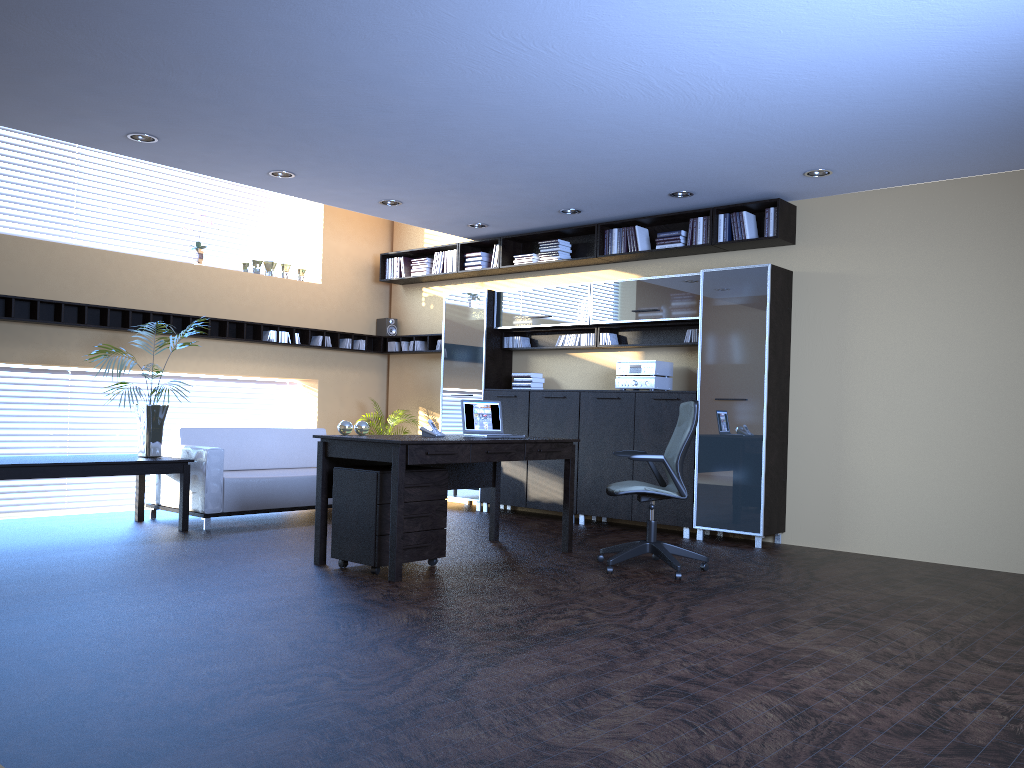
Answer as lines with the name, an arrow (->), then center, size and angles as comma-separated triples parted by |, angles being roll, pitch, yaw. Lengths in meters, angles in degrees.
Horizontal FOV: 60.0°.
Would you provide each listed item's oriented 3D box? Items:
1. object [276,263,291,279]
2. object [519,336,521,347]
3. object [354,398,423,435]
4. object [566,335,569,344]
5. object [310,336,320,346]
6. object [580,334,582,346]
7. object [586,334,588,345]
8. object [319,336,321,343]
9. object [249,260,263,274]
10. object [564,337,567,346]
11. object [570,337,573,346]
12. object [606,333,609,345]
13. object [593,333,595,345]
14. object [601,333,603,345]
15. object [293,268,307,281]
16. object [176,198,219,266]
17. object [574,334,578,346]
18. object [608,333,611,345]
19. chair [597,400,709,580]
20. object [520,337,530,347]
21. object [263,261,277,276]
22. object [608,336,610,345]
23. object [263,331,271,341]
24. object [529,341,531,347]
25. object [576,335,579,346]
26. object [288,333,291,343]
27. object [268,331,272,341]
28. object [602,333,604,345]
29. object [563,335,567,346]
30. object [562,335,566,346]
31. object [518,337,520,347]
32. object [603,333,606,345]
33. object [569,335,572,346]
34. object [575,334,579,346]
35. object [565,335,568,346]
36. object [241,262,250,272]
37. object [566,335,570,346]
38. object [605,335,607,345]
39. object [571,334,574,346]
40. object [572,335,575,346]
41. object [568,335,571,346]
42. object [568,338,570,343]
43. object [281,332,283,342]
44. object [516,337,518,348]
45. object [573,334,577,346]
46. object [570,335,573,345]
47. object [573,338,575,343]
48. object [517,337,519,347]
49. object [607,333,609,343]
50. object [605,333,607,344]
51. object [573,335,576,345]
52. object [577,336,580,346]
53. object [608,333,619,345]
object -> -2.641, -1.295, 10.223 | 0.137, 0.173, 0.144 | 1, -1, 31
object -> 0.130, -0.451, 9.637 | 0.030, 0.120, 0.142 | 1, -1, 41
object -> -1.480, 0.759, 10.524 | 0.841, 1.240, 0.689 | 2, -1, -16
object -> 0.619, -0.449, 9.224 | 0.036, 0.116, 0.140 | 1, -1, 41
object -> -2.299, -0.502, 10.352 | 0.142, 0.118, 0.040 | 1, -1, 40
object -> 0.751, -0.448, 9.106 | 0.009, 0.120, 0.142 | 2, -1, 41
object -> 0.803, -0.448, 9.058 | 0.009, 0.120, 0.142 | 2, -1, 41
object -> -2.291, -0.503, 10.365 | 0.140, 0.117, 0.026 | 1, -1, 41
object -> -2.874, -1.303, 9.951 | 0.133, 0.160, 0.126 | 2, -1, -29
object -> 0.604, -0.449, 9.238 | 0.036, 0.116, 0.140 | 1, -1, 41
object -> 0.664, -0.449, 9.183 | 0.036, 0.116, 0.140 | 1, -1, 41
object -> 0.996, -0.447, 8.898 | 0.030, 0.120, 0.142 | 1, -1, 41
object -> 0.871, -0.448, 8.999 | 0.009, 0.120, 0.142 | 2, -1, 41
object -> 0.947, -0.448, 8.935 | 0.009, 0.120, 0.142 | 2, -1, 41
object -> -2.493, -1.273, 10.396 | 0.117, 0.149, 0.124 | 1, -1, 41
object -> -3.305, -1.600, 9.446 | 0.351, 0.695, 0.437 | 2, -1, 20
object -> 0.704, -0.448, 9.153 | 0.040, 0.118, 0.142 | 1, -1, 40
object -> 1.017, -0.446, 8.882 | 0.036, 0.116, 0.140 | 1, -1, 41
chair -> 1.040, 0.713, 6.326 | 0.768, 1.215, 0.832 | 2, -1, -2
object -> 0.144, -0.450, 9.629 | 0.040, 0.118, 0.142 | 1, -1, 41
object -> -2.760, -1.303, 10.089 | 0.137, 0.173, 0.144 | 2, -1, 1
object -> 1.007, -0.447, 8.894 | 0.030, 0.120, 0.142 | 1, -1, 41
object -> -2.738, -0.531, 9.842 | 0.142, 0.118, 0.040 | 1, -1, 40
object -> 0.148, -0.450, 9.634 | 0.036, 0.116, 0.140 | 1, -1, 41
object -> 0.716, -0.448, 9.136 | 0.036, 0.116, 0.140 | 1, -1, 41
object -> -2.565, -0.519, 10.046 | 0.142, 0.118, 0.040 | 1, -1, 41
object -> -2.721, -0.531, 9.859 | 0.142, 0.120, 0.009 | 1, -1, 41
object -> 0.958, -0.447, 8.932 | 0.009, 0.120, 0.142 | 2, -1, 41
object -> 0.594, -0.449, 9.242 | 0.040, 0.118, 0.142 | 1, -1, 41
object -> 0.586, -0.449, 9.248 | 0.040, 0.118, 0.142 | 1, -1, 40
object -> 0.117, -0.451, 9.652 | 0.030, 0.120, 0.142 | 1, -1, 41
object -> 0.966, -0.447, 8.925 | 0.009, 0.120, 0.142 | 2, -1, 40
object -> 0.651, -0.449, 9.200 | 0.040, 0.118, 0.142 | 1, -1, 41
object -> 0.711, -0.448, 9.146 | 0.040, 0.118, 0.142 | 1, -1, 40
object -> 0.610, -0.449, 9.229 | 0.036, 0.116, 0.140 | 1, -1, 41
object -> -2.961, -1.286, 9.852 | 0.089, 0.113, 0.094 | 2, -1, -14
object -> 0.623, -0.449, 9.214 | 0.040, 0.118, 0.142 | 1, -1, 41
object -> 0.983, -0.447, 8.913 | 0.026, 0.117, 0.140 | 1, -1, 41
object -> 0.668, -0.449, 9.174 | 0.040, 0.118, 0.142 | 1, -1, 41
object -> 0.677, -0.449, 9.168 | 0.036, 0.116, 0.140 | 1, -1, 41
object -> 0.641, -0.449, 9.204 | 0.040, 0.118, 0.142 | 1, -1, 41
object -> 0.635, -0.449, 9.211 | 0.036, 0.116, 0.140 | 1, -1, 40
object -> -2.623, -0.525, 9.970 | 0.142, 0.120, 0.009 | 1, -1, 41
object -> 0.095, -0.451, 9.675 | 0.009, 0.120, 0.142 | 2, -1, 41
object -> 0.693, -0.449, 9.156 | 0.040, 0.118, 0.142 | 1, -1, 41
object -> 0.654, -0.449, 9.187 | 0.036, 0.116, 0.140 | 1, -1, 40
object -> 0.680, -0.448, 9.172 | 0.040, 0.118, 0.142 | 1, -1, 41
object -> 0.108, -0.451, 9.658 | 0.026, 0.117, 0.140 | 1, -1, 41
object -> 1.005, -0.447, 8.891 | 0.026, 0.117, 0.140 | 1, -1, 41
object -> 0.988, -0.447, 8.904 | 0.030, 0.120, 0.142 | 1, -1, 41
object -> 0.690, -0.448, 9.168 | 0.040, 0.118, 0.142 | 1, -1, 41
object -> 0.725, -0.448, 9.131 | 0.040, 0.118, 0.142 | 1, -1, 41
object -> 1.018, -0.446, 8.884 | 0.040, 0.118, 0.142 | 1, -1, 41
